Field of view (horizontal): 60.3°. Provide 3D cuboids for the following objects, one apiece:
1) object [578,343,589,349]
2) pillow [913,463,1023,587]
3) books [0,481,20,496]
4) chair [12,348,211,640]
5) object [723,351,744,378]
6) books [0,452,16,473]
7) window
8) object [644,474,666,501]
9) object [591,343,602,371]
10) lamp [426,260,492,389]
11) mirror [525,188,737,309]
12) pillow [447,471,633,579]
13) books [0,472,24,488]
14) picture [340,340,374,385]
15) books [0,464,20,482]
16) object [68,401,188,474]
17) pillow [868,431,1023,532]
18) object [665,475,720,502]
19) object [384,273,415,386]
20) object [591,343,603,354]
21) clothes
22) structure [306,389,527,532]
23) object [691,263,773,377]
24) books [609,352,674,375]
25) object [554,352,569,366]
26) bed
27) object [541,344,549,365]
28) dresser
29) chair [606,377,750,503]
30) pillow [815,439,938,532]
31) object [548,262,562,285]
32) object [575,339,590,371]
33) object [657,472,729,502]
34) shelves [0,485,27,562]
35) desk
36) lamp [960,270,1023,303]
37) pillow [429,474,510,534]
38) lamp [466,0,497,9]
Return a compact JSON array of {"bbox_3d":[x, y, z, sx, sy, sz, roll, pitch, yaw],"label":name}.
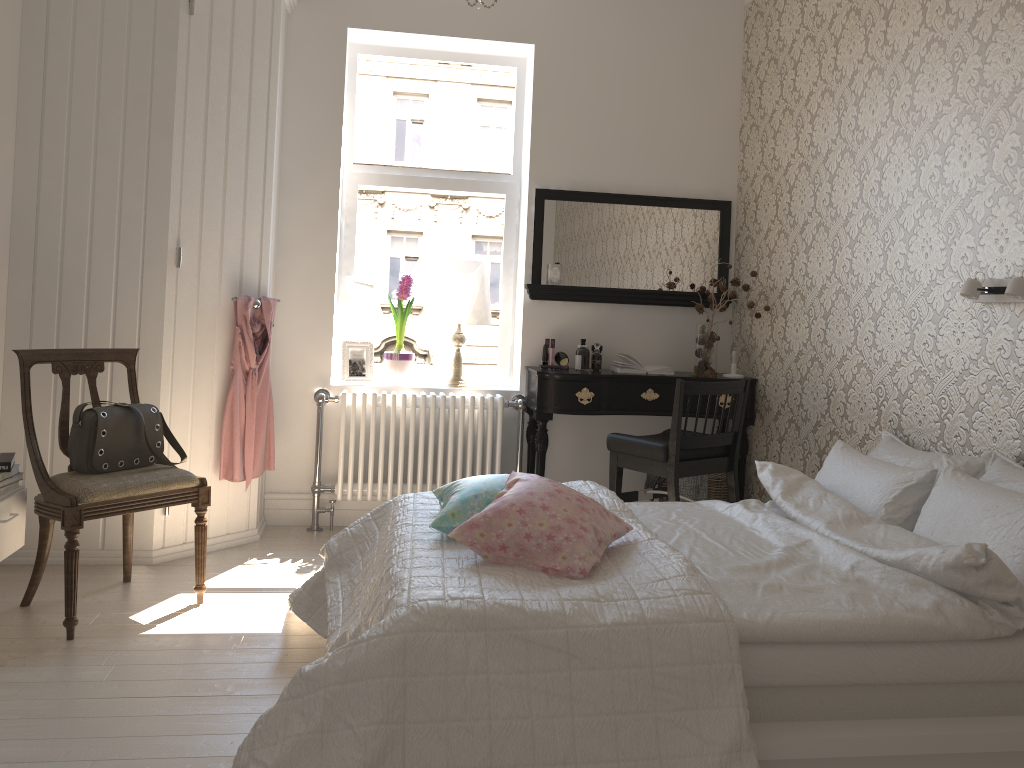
[{"bbox_3d":[0.360,-0.140,4.486,0.057,0.134,0.057,3,0,42],"label":"object"},{"bbox_3d":[1.225,0.405,2.253,0.202,0.308,0.566,2,4,-9],"label":"pillow"},{"bbox_3d":[-1.758,0.337,2.849,0.242,0.023,0.192,2,5,-7],"label":"books"},{"bbox_3d":[-1.446,0.335,3.152,0.539,0.892,0.519,3,1,36],"label":"chair"},{"bbox_3d":[1.103,-0.097,4.384,0.105,0.131,0.104,3,2,26],"label":"object"},{"bbox_3d":[-1.764,0.258,2.859,0.258,0.032,0.192,0,5,-26],"label":"books"},{"bbox_3d":[-0.428,-0.894,4.704,0.948,1.785,0.110,2,-1,-9],"label":"window"},{"bbox_3d":[0.840,0.554,4.421,0.367,0.332,0.303,2,2,-8],"label":"object"},{"bbox_3d":[0.425,-0.135,4.426,0.054,0.139,0.054,2,0,31],"label":"object"},{"bbox_3d":[-0.274,-0.308,4.561,0.339,0.653,0.341,3,0,3],"label":"lamp"},{"bbox_3d":[0.631,-0.698,4.578,1.117,0.573,0.066,2,-1,-9],"label":"mirror"},{"bbox_3d":[0.083,0.352,2.217,0.354,0.202,0.394,4,4,24],"label":"pillow"},{"bbox_3d":[-1.766,0.313,2.856,0.258,0.023,0.212,2,5,-4],"label":"books"},{"bbox_3d":[-0.780,-0.108,4.458,0.176,0.226,0.050,2,0,-29],"label":"picture"},{"bbox_3d":[-1.756,0.288,2.855,0.239,0.028,0.191,2,5,-11],"label":"books"},{"bbox_3d":[-1.377,0.179,3.162,0.213,0.248,0.400,4,3,36],"label":"object"},{"bbox_3d":[1.300,0.366,2.582,0.310,0.354,1.258,2,4,-9],"label":"pillow"},{"bbox_3d":[0.889,0.575,4.391,0.290,0.356,0.349,3,2,30],"label":"object"},{"bbox_3d":[-0.574,-0.282,4.535,0.156,0.578,0.157,3,-1,-23],"label":"object"},{"bbox_3d":[0.434,-0.140,4.524,0.057,0.134,0.057,3,0,42],"label":"object"},{"bbox_3d":[-1.170,0.040,3.963,0.092,0.878,0.329,2,0,21],"label":"clothes"},{"bbox_3d":[-0.453,0.384,4.357,1.067,0.683,0.166,2,0,-8],"label":"structure"},{"bbox_3d":[1.042,-0.311,4.322,0.317,0.600,0.543,2,2,-38],"label":"object"},{"bbox_3d":[0.651,-0.106,4.441,0.278,0.095,0.227,2,4,-7],"label":"books"},{"bbox_3d":[0.237,-0.119,4.427,0.080,0.086,0.082,4,2,31],"label":"object"},{"bbox_3d":[0.428,0.607,2.458,2.209,0.631,1.960,2,4,-8],"label":"bed"},{"bbox_3d":[0.167,-0.140,4.432,0.031,0.120,0.054,2,0,30],"label":"object"},{"bbox_3d":[-1.570,-0.584,3.932,1.024,2.586,0.701,3,0,-9],"label":"dresser"},{"bbox_3d":[0.720,0.389,3.830,0.455,0.862,0.458,2,1,-39],"label":"chair"},{"bbox_3d":[1.132,0.372,2.844,0.204,0.303,0.563,2,4,-9],"label":"pillow"},{"bbox_3d":[0.220,-0.565,4.519,0.072,0.121,0.037,3,0,-4],"label":"object"},{"bbox_3d":[0.352,-0.145,4.391,0.070,0.158,0.070,3,0,-14],"label":"object"},{"bbox_3d":[0.910,0.561,4.430,0.394,0.433,0.393,3,2,23],"label":"object"},{"bbox_3d":[-1.710,0.493,2.413,0.367,0.210,1.118,2,5,-9],"label":"shelves"},{"bbox_3d":[0.624,0.356,4.383,1.104,0.824,0.436,2,0,-9],"label":"desk"},{"bbox_3d":[1.435,-0.287,2.591,0.115,0.093,0.326,2,4,-9],"label":"lamp"},{"bbox_3d":[-0.047,0.345,2.476,0.362,0.169,0.383,2,4,-4],"label":"pillow"},{"bbox_3d":[-0.046,-1.563,2.380,0.512,1.006,0.514,2,0,-39],"label":"lamp"}]
